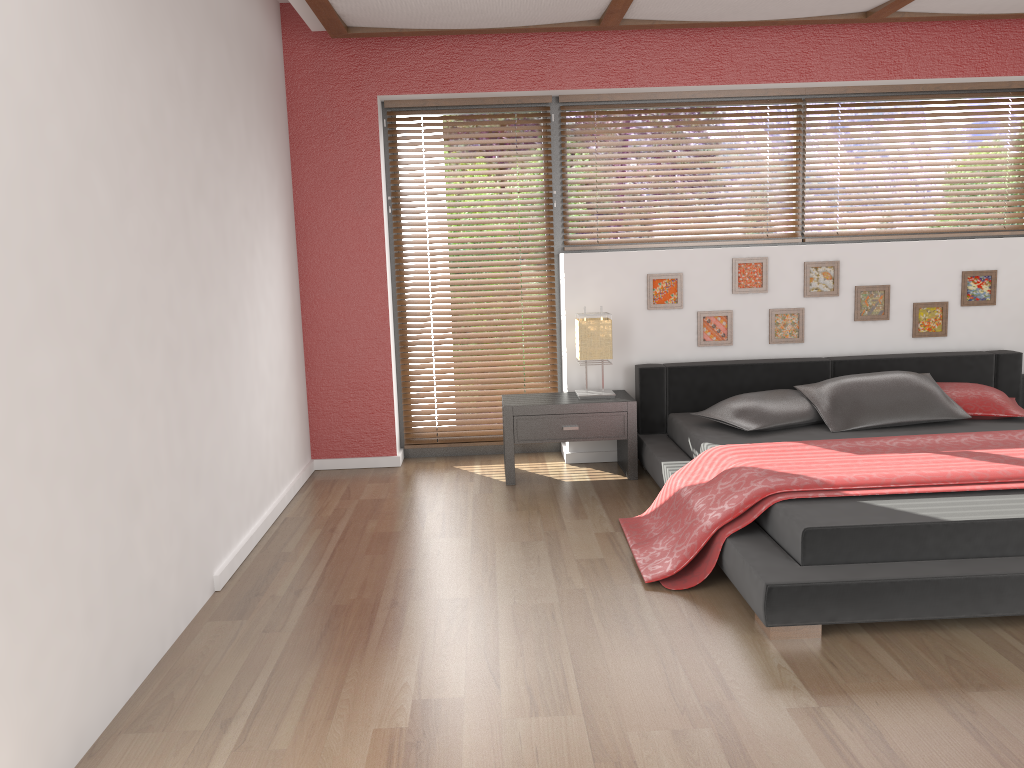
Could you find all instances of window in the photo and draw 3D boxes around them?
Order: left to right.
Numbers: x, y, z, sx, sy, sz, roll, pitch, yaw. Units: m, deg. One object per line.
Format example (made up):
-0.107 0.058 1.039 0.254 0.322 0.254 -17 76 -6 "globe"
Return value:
-0.218 -0.665 5.305 0.889 1.893 0.020 -2 8 -2 "window"
1.714 -1.278 5.278 2.817 0.786 0.020 -2 8 -2 "window"

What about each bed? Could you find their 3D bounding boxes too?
1.678 0.301 3.890 2.469 0.577 2.413 -2 8 -2 "bed"

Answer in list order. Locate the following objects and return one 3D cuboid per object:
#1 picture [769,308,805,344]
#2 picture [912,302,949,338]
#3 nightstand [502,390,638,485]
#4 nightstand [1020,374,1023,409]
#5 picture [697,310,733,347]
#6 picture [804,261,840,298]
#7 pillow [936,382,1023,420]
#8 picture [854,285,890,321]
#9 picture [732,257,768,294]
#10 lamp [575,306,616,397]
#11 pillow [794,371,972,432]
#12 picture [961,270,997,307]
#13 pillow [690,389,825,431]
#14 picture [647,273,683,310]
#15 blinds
1.566 -0.331 5.054 0.200 0.200 0.010 -2 8 -2 "picture"
2.394 -0.368 5.075 0.200 0.200 0.010 -2 8 -2 "picture"
0.305 0.285 4.855 0.700 0.423 0.413 -2 8 -2 "nightstand"
3.278 0.168 4.934 0.700 0.423 0.413 -2 8 -2 "nightstand"
1.155 -0.316 5.043 0.200 0.200 0.010 -2 8 -2 "picture"
1.753 -0.594 5.021 0.200 0.200 0.010 -2 8 -2 "picture"
2.245 0.086 4.604 0.745 0.172 0.418 1 9 17 "pillow"
2.052 -0.461 5.050 0.200 0.200 0.010 -2 8 -2 "picture"
1.344 -0.613 5.005 0.200 0.200 0.010 -2 8 -2 "picture"
0.447 -0.183 4.832 0.200 0.480 0.200 -2 8 -2 "lamp"
1.849 0.071 4.447 0.744 0.241 0.386 -3 8 -6 "pillow"
2.663 -0.546 5.058 0.200 0.200 0.010 -2 8 -2 "picture"
1.336 0.129 4.526 0.745 0.172 0.418 -6 9 -26 "pillow"
0.864 -0.523 5.003 0.200 0.200 0.010 -2 8 -2 "picture"
1.732 -0.696 5.295 4.840 1.952 0.032 -2 8 -2 "blinds"
